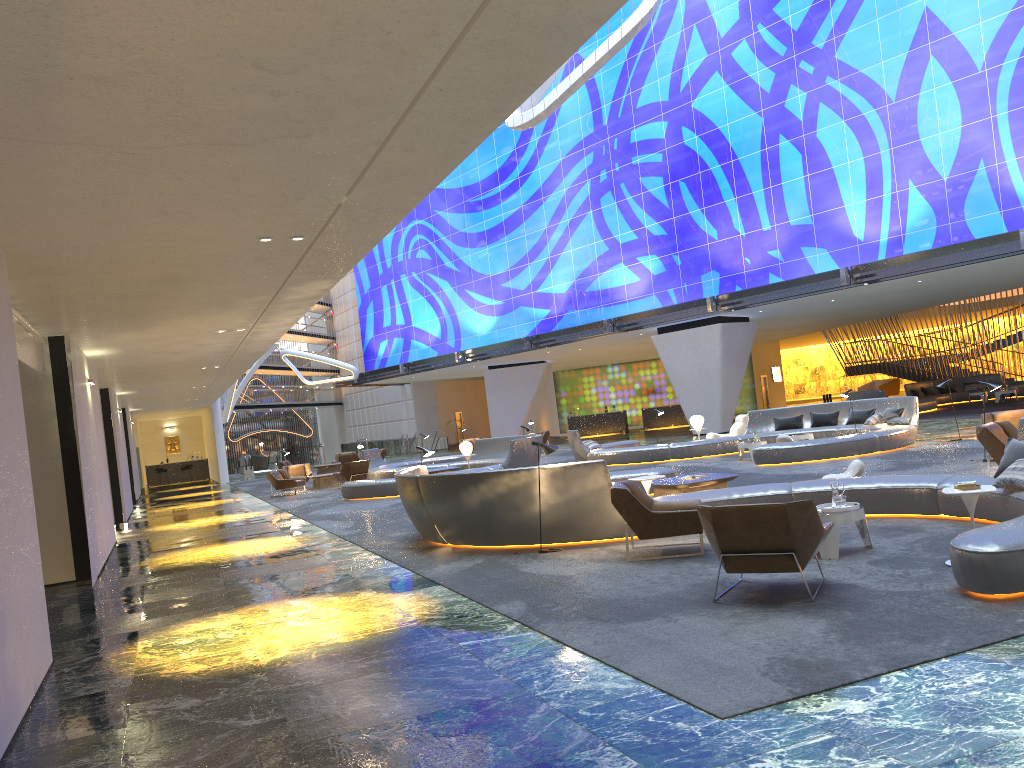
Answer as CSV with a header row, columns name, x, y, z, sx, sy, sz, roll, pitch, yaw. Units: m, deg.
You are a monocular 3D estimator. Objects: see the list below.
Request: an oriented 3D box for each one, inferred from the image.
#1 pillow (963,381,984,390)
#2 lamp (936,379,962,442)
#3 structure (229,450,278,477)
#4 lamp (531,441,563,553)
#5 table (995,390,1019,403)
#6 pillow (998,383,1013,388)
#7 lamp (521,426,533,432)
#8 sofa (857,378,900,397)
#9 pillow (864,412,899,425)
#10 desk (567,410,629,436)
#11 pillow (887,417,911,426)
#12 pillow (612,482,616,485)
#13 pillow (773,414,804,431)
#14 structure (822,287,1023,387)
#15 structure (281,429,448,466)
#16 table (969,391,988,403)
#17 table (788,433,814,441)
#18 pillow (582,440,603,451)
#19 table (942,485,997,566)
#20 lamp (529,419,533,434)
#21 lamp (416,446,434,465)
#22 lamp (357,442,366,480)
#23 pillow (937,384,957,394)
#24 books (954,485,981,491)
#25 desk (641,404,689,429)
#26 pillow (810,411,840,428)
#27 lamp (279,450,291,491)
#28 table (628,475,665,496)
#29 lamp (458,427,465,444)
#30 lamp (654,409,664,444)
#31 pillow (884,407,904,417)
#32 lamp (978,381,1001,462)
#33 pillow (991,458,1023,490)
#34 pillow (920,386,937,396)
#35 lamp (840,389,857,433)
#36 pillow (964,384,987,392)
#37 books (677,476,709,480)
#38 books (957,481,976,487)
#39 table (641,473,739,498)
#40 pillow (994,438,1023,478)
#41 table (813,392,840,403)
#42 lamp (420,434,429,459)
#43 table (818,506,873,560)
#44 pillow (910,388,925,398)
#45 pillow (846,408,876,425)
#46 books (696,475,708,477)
name,x,y,z,sx,sy,sz,roll,pitch,yaw
pillow,18.411,0.076,35.320,0.776,0.366,0.316,-7,-1,20
lamp,9.125,0.553,18.523,0.384,1.300,0.201,-7,0,22
structure,-16.978,8.446,55.515,3.012,8.238,19.862,-7,-1,-22
lamp,0.416,1.287,10.234,0.383,1.300,0.202,-7,0,-22
table,17.735,0.442,31.823,0.670,0.406,0.675,-6,-2,-35
pillow,19.245,0.066,34.629,0.444,0.207,0.444,-6,-2,-35
lamp,0.409,1.677,22.360,0.384,1.300,0.202,-7,0,-4
sofa,18.536,0.384,44.829,1.062,1.180,3.417,-7,-2,4
pillow,8.451,0.780,20.251,0.879,0.262,0.691,-8,-2,34
desk,4.459,2.078,45.992,2.980,1.097,0.813,-7,-1,17
pillow,8.377,0.818,19.179,0.445,0.207,0.442,-7,-2,30
pillow,1.185,1.306,10.646,0.879,0.262,0.691,-8,-2,30
pillow,6.947,0.988,22.259,0.770,0.369,0.295,-7,-1,22
structure,23.642,-2.611,39.804,11.966,6.247,16.517,-6,-2,-22
structure,-11.195,7.905,58.295,9.292,8.399,19.766,-6,-2,-22
table,17.548,0.512,33.327,0.672,0.406,0.673,-7,-1,23
table,6.505,1.359,20.208,0.673,0.406,0.671,-6,-1,-2
pillow,2.067,1.621,23.633,0.692,0.262,0.878,-6,-2,-13
table,3.711,1.149,7.180,0.428,0.595,0.417,-7,-1,22
lamp,0.796,2.016,34.323,0.202,1.300,0.384,-7,0,-5
lamp,-1.329,1.605,13.893,0.385,1.300,0.201,-7,0,28
lamp,-4.413,2.354,26.201,0.202,1.300,0.384,-7,0,-5
pillow,17.392,0.194,35.466,0.784,0.386,0.315,-6,-1,-5
books,3.696,0.837,7.191,0.128,0.030,0.182,-7,-2,0
desk,8.317,1.637,46.042,2.980,1.097,0.813,-7,-1,15
pillow,7.710,0.865,21.887,0.760,0.417,0.281,-8,-1,36
lamp,-7.225,2.743,28.267,0.384,1.300,0.202,-7,0,-4
table,1.778,1.510,11.537,0.417,0.595,0.428,-6,-1,-25
lamp,-2.016,2.405,36.389,0.384,1.300,0.202,-7,0,-4
lamp,4.090,1.323,24.500,0.385,1.300,0.201,-7,0,44
pillow,8.640,0.714,20.221,0.317,0.366,0.775,-6,-1,-5
lamp,7.610,0.584,14.064,0.385,1.300,0.201,-7,0,31
pillow,4.964,0.820,8.300,0.875,0.280,0.684,-7,-2,16
pillow,16.517,0.281,35.177,0.758,0.417,0.282,-6,-1,-29
lamp,7.850,0.765,20.568,0.383,1.300,0.202,-7,0,-29
pillow,18.307,0.127,35.157,0.876,0.262,0.694,-6,-2,-31
books,2.652,1.356,12.991,0.395,0.039,0.301,-6,-2,-8
books,3.689,0.811,7.189,0.133,0.022,0.189,-8,-2,29
table,2.606,1.574,12.922,1.201,0.392,1.205,-6,-2,-21
pillow,5.038,0.730,8.647,0.315,0.386,0.785,-6,-1,-6
table,16.687,0.878,46.846,1.244,0.727,2.304,-7,-2,26
lamp,-2.920,2.301,29.900,0.384,1.300,0.202,-7,0,-4
table,2.980,1.384,8.362,0.670,0.406,0.674,-6,-1,-25
pillow,15.862,0.362,34.637,0.767,0.369,0.296,-5,-1,-43
pillow,8.340,0.776,21.211,0.314,0.386,0.786,-6,-1,-30
books,2.754,1.350,12.988,0.133,0.012,0.189,-5,-2,-32
